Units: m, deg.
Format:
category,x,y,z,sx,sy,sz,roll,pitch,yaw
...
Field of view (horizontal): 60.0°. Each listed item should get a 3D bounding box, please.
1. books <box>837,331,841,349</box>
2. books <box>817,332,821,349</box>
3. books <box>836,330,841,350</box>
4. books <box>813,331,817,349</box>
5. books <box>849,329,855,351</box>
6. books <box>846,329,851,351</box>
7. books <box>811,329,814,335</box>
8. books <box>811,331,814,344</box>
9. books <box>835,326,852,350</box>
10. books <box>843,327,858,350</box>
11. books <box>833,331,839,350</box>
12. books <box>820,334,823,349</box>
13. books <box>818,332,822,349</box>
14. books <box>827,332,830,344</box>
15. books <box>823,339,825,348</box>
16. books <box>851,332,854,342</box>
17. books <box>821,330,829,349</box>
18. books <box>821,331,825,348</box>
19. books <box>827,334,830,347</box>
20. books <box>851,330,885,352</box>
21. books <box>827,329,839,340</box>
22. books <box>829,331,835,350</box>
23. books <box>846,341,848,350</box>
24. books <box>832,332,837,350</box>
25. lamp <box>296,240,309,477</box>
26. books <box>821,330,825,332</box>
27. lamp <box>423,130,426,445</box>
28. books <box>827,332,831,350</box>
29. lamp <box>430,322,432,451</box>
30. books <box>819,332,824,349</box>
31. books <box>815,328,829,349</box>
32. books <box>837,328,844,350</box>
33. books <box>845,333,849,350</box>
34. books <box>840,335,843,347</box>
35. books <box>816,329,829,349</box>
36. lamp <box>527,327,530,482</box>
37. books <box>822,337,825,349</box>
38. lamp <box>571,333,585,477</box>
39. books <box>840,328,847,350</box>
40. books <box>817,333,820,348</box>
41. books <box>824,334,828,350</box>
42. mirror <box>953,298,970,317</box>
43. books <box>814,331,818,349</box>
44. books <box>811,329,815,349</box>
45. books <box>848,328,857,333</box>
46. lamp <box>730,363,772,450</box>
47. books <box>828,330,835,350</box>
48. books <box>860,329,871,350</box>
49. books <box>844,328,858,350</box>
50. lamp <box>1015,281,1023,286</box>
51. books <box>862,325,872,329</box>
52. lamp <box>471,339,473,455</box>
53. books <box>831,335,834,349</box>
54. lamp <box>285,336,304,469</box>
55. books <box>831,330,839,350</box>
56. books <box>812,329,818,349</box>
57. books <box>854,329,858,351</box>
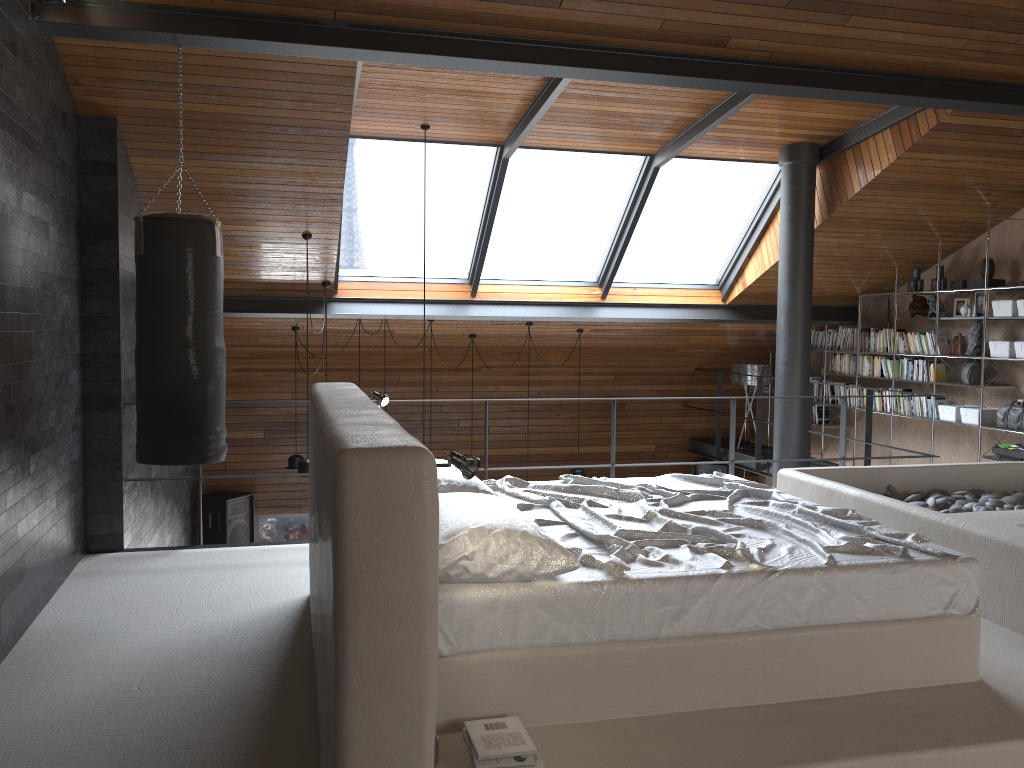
category,x,y,z,sx,sy,sz,roll,pitch,yaw
books,3.561,-0.465,9.475,0.155,0.212,0.073,0,4,-14
books,3.468,-0.481,9.830,0.139,0.199,0.074,0,4,-14
books,3.545,-0.469,9.505,0.117,0.218,0.073,0,4,-14
books,3.442,-0.488,9.923,0.130,0.202,0.063,0,4,-14
books,3.607,-0.464,9.297,0.148,0.234,0.033,0,4,-14
books,3.596,-0.464,9.317,0.148,0.233,0.053,0,4,-14
books,3.443,-0.507,10.014,0.169,0.229,0.077,0,4,-14
books,3.436,-0.500,9.989,0.149,0.202,0.067,0,4,-14
books,3.560,-0.492,9.519,0.143,0.264,0.088,0,4,-14
books,3.613,-0.476,9.390,0.191,0.249,0.077,0,4,-14
books,3.535,-0.464,9.544,0.123,0.201,0.071,0,4,-14
books,3.463,-0.464,9.786,0.119,0.169,0.058,0,4,-14
books,3.456,-0.479,9.804,0.127,0.197,0.063,0,4,-14
books,3.486,-0.469,9.661,0.111,0.194,0.059,0,4,-14
books,3.472,-0.462,9.726,0.112,0.173,0.054,0,4,-14
books,3.610,-0.445,9.274,0.143,0.199,0.019,0,4,-14
books,3.493,-0.486,9.748,0.161,0.220,0.074,0,4,-14
books,3.477,-0.479,9.767,0.125,0.204,0.072,0,4,-14
books,3.490,-0.458,9.656,0.112,0.173,0.054,0,4,-14
books,3.656,-0.436,9.012,0.131,0.216,0.509,0,4,-14
books,3.491,-0.484,9.671,0.122,0.227,0.076,0,4,-14
books,3.517,-0.470,9.614,0.131,0.202,0.068,0,4,-14
books,3.598,-0.454,9.344,0.137,0.197,0.063,0,4,-14
books,3.532,-0.461,9.562,0.126,0.194,0.064,0,4,-14
lamp,-1.606,-0.207,6.966,0.210,1.854,0.210,2,4,23
books,3.488,-0.489,9.819,0.177,0.214,0.064,0,4,-14
lamp,-0.673,-0.327,6.807,0.210,3.208,0.210,1,4,8
books,3.507,-0.467,9.643,0.138,0.189,0.065,0,4,-14
lamp,-0.810,0.395,8.833,0.210,2.034,0.210,2,4,23
books,3.466,-0.478,9.795,0.127,0.197,0.063,0,4,-14
books,3.458,-0.502,9.879,0.143,0.233,0.081,0,4,-14
books,3.550,-0.477,9.435,0.148,0.229,0.073,0,4,-14
books,3.586,-0.446,9.356,0.131,0.178,0.057,0,4,-14
books,3.578,-0.463,9.434,0.164,0.214,0.066,0,4,-14
books,3.465,-0.497,9.866,0.129,0.226,0.069,0,4,-14
lamp,0.169,0.323,9.162,0.210,1.911,0.210,2,4,23
books,3.476,-0.466,9.736,0.117,0.180,0.059,0,4,-14
lamp,0.714,0.243,9.457,0.210,1.565,0.210,2,4,23
books,3.562,-0.474,9.391,0.148,0.229,0.073,0,4,-14
books,3.457,-0.482,9.846,0.127,0.197,0.063,0,4,-14
books,3.475,-0.459,9.699,0.111,0.171,0.056,0,4,-14
mirror,4.002,-0.675,7.871,0.069,0.168,0.130,-3,5,-44
books,3.457,-0.490,9.913,0.146,0.208,0.071,0,4,-14
books,3.447,-0.505,9.975,0.148,0.229,0.073,0,4,-14
books,3.602,-0.471,9.360,0.148,0.229,0.073,0,4,-14
lamp,2.803,0.266,10.444,0.475,1.002,0.475,1,4,10
books,3.513,-0.476,9.627,0.137,0.213,0.068,0,4,-14
books,3.637,-0.451,9.120,0.129,0.231,0.010,0,4,-14
books,3.621,-0.473,9.380,0.191,0.244,0.075,0,4,-14
lamp,4.183,-1.114,7.114,0.233,0.660,0.322,3,5,39
books,3.651,-0.471,9.139,0.143,0.268,0.020,0,4,-14
lamp,-0.421,0.350,9.353,0.210,2.002,0.210,2,4,23
books,3.526,-0.463,9.603,0.120,0.186,0.064,0,4,-14
lamp,-2.132,0.147,8.751,0.210,1.369,0.210,2,4,23
books,3.527,-0.473,9.571,0.133,0.215,0.070,0,4,-14
books,3.454,-0.502,9.949,0.160,0.228,0.080,0,4,-14
books,3.631,-0.459,9.225,0.148,0.234,0.013,0,4,-14
